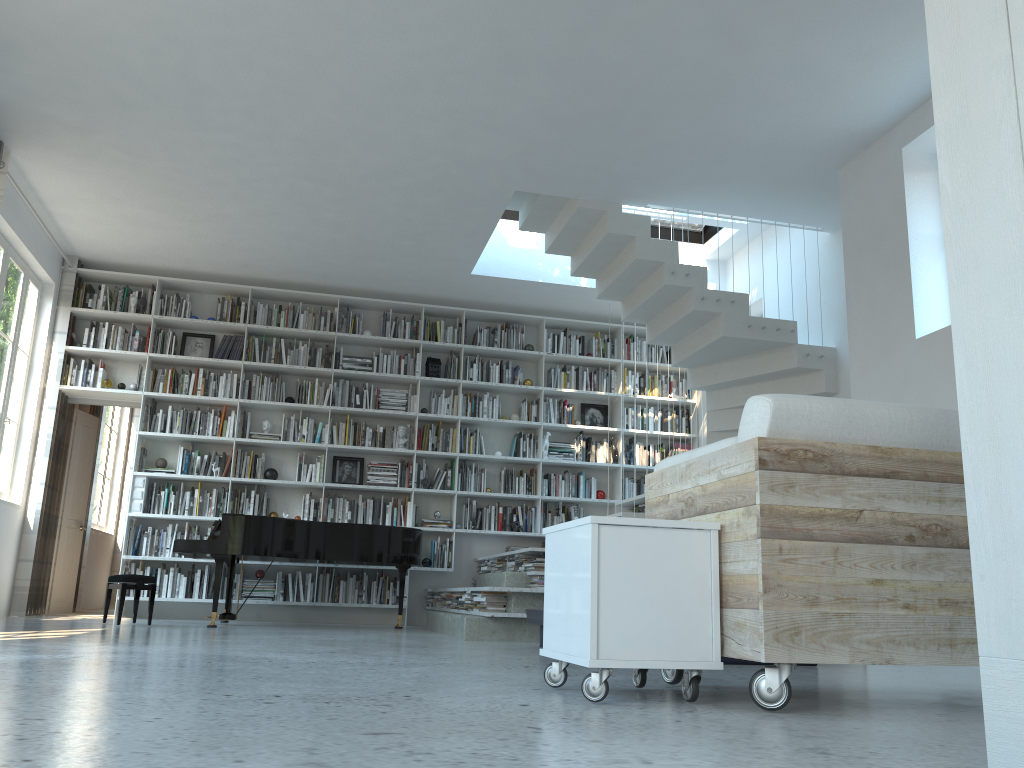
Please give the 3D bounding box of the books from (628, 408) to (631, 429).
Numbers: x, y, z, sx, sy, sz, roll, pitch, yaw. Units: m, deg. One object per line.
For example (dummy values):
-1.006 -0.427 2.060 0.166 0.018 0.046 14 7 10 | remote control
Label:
1.213 0.392 9.326 0.023 0.247 0.182 5 -14 -12 | books

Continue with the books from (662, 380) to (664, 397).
1.584 0.085 9.488 0.013 0.212 0.187 5 -14 -12 | books

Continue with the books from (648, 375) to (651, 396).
1.439 0.044 9.403 0.022 0.241 0.145 5 -14 -12 | books

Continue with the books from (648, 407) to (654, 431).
1.455 0.399 9.397 0.030 0.283 0.166 5 -14 -12 | books

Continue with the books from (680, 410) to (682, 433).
1.777 0.429 9.478 0.013 0.282 0.149 5 -14 -12 | books

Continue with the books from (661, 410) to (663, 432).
1.563 0.420 9.419 0.023 0.257 0.184 5 -14 -12 | books

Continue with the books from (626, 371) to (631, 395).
1.210 0.009 9.332 0.026 0.262 0.189 5 -14 -12 | books

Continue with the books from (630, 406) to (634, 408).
1.269 0.378 9.340 0.014 0.285 0.186 5 -14 -12 | books

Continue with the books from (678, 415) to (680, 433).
1.746 0.455 9.457 0.025 0.219 0.178 5 -14 -12 | books

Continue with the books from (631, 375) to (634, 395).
1.243 0.033 9.346 0.049 0.223 0.162 5 -14 -12 | books

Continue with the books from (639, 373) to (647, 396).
1.386 0.031 9.379 0.023 0.253 0.190 5 -14 -12 | books

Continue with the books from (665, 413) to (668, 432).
1.616 0.440 9.448 0.028 0.236 0.146 5 -14 -12 | books

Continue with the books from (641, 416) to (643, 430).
1.341 0.442 9.373 0.027 0.179 0.157 5 -14 -12 | books

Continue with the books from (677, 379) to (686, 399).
1.825 0.088 9.566 0.029 0.257 0.163 5 -14 -12 | books

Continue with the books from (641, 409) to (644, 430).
1.364 0.402 9.373 0.013 0.259 0.158 5 -14 -12 | books

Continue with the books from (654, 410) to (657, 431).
1.499 0.420 9.418 0.012 0.253 0.161 5 -14 -12 | books

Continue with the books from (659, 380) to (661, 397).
1.555 0.080 9.488 0.023 0.220 0.172 5 -14 -12 | books

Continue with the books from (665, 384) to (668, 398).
1.624 0.109 9.519 0.034 0.182 0.157 5 -14 -12 | books

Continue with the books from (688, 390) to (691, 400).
1.887 0.109 9.557 0.011 0.216 0.170 5 -14 -12 | books

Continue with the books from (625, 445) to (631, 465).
1.190 0.762 9.274 0.066 0.236 0.144 5 -14 -12 | books

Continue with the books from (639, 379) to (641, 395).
1.319 0.064 9.411 0.038 0.198 0.171 5 -14 -12 | books

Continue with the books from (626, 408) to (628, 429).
1.183 0.395 9.348 0.026 0.249 0.161 5 -14 -12 | books

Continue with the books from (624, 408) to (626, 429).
1.167 0.389 9.332 0.012 0.253 0.161 5 -14 -12 | books

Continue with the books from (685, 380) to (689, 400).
1.859 0.097 9.572 0.040 0.246 0.160 5 -14 -12 | books

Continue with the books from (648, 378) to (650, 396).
1.422 0.059 9.390 0.014 0.205 0.184 5 -14 -12 | books

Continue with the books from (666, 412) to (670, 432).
1.644 0.433 9.446 0.025 0.252 0.160 5 -14 -12 | books

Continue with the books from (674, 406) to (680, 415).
1.763 0.407 9.488 0.013 0.329 0.140 5 -13 -12 | books

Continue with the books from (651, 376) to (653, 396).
1.455 0.048 9.407 0.012 0.237 0.166 5 -14 -12 | books

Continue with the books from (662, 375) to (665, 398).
1.597 0.059 9.524 0.024 0.280 0.154 5 -14 -12 | books

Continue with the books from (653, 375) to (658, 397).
1.491 0.052 9.428 0.042 0.241 0.248 5 -14 -12 | books

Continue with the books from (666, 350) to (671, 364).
1.684 -0.254 9.589 0.024 0.192 0.187 5 -14 -12 | books

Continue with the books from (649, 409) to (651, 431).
1.430 0.406 9.385 0.022 0.262 0.173 5 -14 -12 | books

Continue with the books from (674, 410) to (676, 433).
1.699 0.426 9.444 0.028 0.267 0.173 5 -14 -12 | books

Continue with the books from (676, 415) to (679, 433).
1.724 0.455 9.442 0.025 0.211 0.189 5 -14 -12 | books

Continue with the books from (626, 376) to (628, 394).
1.183 0.037 9.328 0.024 0.204 0.166 5 -14 -12 | books

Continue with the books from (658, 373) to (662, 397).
1.570 0.047 9.507 0.010 0.294 0.165 5 -14 -12 | books

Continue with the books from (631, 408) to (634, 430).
1.246 0.393 9.346 0.026 0.256 0.174 5 -14 -12 | books

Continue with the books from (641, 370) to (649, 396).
1.407 0.013 9.393 0.022 0.296 0.152 5 -14 -12 | books

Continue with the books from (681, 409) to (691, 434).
1.853 0.428 9.484 0.042 0.291 0.186 5 -14 -12 | books

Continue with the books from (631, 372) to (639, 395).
1.299 0.021 9.373 0.023 0.263 0.158 5 -14 -12 | books

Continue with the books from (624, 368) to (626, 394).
1.168 -0.008 9.334 0.010 0.293 0.183 5 -14 -12 | books

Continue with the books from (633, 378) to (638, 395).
1.279 0.050 9.345 0.024 0.193 0.190 5 -14 -12 | books

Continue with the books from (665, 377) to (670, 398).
1.658 0.069 9.515 0.022 0.260 0.161 5 -14 -12 | books

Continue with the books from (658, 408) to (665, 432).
1.591 0.411 9.448 0.024 0.291 0.132 5 -13 -12 | books

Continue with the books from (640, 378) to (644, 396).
1.358 0.053 9.387 0.025 0.211 0.135 5 -14 -12 | books

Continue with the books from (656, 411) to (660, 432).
1.531 0.423 9.404 0.045 0.244 0.177 5 -14 -12 | books

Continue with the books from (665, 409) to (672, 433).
1.665 0.417 9.445 0.012 0.282 0.152 5 -14 -12 | books

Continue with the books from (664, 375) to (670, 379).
1.669 0.059 9.543 0.011 0.293 0.151 5 -14 -12 | books

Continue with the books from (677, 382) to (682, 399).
1.779 0.104 9.541 0.023 0.213 0.181 5 -14 -12 | books

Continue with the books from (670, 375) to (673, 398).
1.689 0.062 9.535 0.023 0.286 0.163 5 -14 -12 | books

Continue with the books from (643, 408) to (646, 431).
1.381 0.400 9.387 0.025 0.270 0.153 5 -14 -12 | books

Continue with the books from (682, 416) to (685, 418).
1.817 0.463 9.500 0.024 0.229 0.131 5 -14 -12 | books

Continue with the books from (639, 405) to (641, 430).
1.327 0.383 9.368 0.012 0.292 0.166 5 -14 -12 | books

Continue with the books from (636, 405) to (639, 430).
1.308 0.382 9.376 0.022 0.296 0.162 5 -14 -12 | books

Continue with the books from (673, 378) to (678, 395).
1.735 0.081 9.538 0.070 0.253 0.154 5 -14 -12 | books

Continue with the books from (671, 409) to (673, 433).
1.678 0.421 9.443 0.013 0.276 0.188 5 -14 -12 | books

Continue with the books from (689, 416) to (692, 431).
1.882 0.467 9.484 0.021 0.218 0.184 5 -14 -12 | books

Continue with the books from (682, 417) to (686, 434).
1.799 0.470 9.457 0.029 0.195 0.192 5 -14 -12 | books
